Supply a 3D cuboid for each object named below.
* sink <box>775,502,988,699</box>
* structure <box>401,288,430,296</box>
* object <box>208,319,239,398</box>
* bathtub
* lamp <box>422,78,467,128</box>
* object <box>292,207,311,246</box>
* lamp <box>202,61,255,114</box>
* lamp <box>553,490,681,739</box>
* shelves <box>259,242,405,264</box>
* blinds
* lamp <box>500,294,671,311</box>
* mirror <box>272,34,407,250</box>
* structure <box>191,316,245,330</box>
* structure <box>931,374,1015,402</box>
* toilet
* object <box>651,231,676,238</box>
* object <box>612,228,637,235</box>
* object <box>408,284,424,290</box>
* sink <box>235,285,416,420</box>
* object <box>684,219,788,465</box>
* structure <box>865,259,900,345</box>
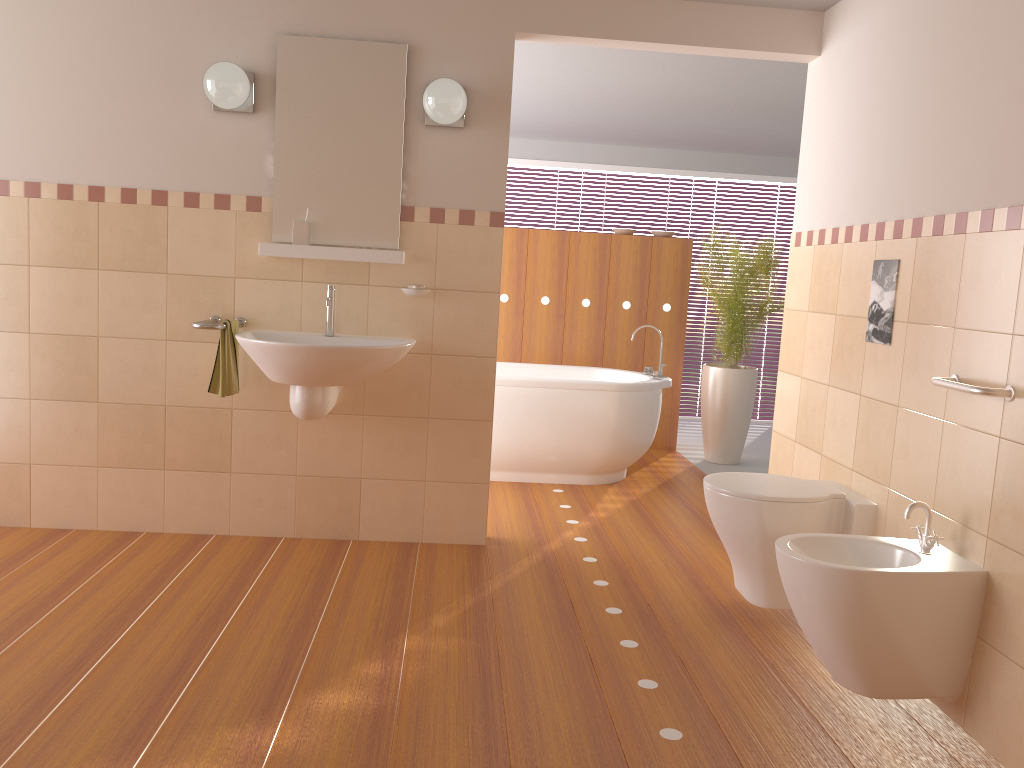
[{"bbox_3d":[0.974,0.572,2.439,0.515,0.517,0.335,3,7,-4],"label":"sink"},{"bbox_3d":[-0.390,-0.368,3.572,0.117,0.029,0.092,3,7,-4],"label":"structure"},{"bbox_3d":[-1.089,-0.101,3.436,0.085,0.306,0.181,5,7,12],"label":"object"},{"bbox_3d":[0.013,0.057,5.259,1.874,0.900,0.888,3,7,-4],"label":"bathtub"},{"bbox_3d":[-0.259,-1.090,3.433,0.173,0.173,0.209,3,7,-4],"label":"lamp"},{"bbox_3d":[-0.825,-0.620,3.485,0.063,0.149,0.073,3,7,-4],"label":"object"},{"bbox_3d":[-1.082,-1.133,3.377,0.173,0.173,0.209,3,7,-4],"label":"lamp"},{"bbox_3d":[-1.217,0.675,3.295,3.173,0.001,2.893,3,7,-4],"label":"lamp"},{"bbox_3d":[-0.707,-0.516,3.512,0.554,0.050,0.138,3,7,-4],"label":"shelves"},{"bbox_3d":[0.062,-0.799,7.505,4.712,2.022,0.032,3,7,-4],"label":"blinds"},{"bbox_3d":[0.504,-0.552,6.038,1.169,0.052,0.001,3,7,-4],"label":"lamp"},{"bbox_3d":[-0.684,-0.951,3.512,0.502,0.799,0.008,3,7,-4],"label":"mirror"},{"bbox_3d":[-1.139,-0.231,3.421,0.142,0.042,0.333,3,7,-4],"label":"structure"},{"bbox_3d":[1.221,0.007,2.384,0.091,0.042,0.295,3,7,-4],"label":"structure"},{"bbox_3d":[0.922,0.547,3.101,0.534,0.400,0.375,3,7,-4],"label":"toilet"},{"bbox_3d":[1.047,-1.031,6.147,0.173,0.046,0.173,3,7,-4],"label":"object"},{"bbox_3d":[0.776,-1.045,6.128,0.173,0.046,0.173,3,7,-4],"label":"object"},{"bbox_3d":[-0.387,-0.390,3.571,0.050,0.023,0.075,-2,9,-39],"label":"object"},{"bbox_3d":[-0.717,-0.112,3.361,0.683,0.516,0.539,3,7,-4],"label":"sink"},{"bbox_3d":[1.533,-0.245,5.768,0.683,1.557,1.335,7,8,28],"label":"object"},{"bbox_3d":[1.234,-0.274,2.959,0.005,0.279,0.170,3,7,-4],"label":"structure"}]
